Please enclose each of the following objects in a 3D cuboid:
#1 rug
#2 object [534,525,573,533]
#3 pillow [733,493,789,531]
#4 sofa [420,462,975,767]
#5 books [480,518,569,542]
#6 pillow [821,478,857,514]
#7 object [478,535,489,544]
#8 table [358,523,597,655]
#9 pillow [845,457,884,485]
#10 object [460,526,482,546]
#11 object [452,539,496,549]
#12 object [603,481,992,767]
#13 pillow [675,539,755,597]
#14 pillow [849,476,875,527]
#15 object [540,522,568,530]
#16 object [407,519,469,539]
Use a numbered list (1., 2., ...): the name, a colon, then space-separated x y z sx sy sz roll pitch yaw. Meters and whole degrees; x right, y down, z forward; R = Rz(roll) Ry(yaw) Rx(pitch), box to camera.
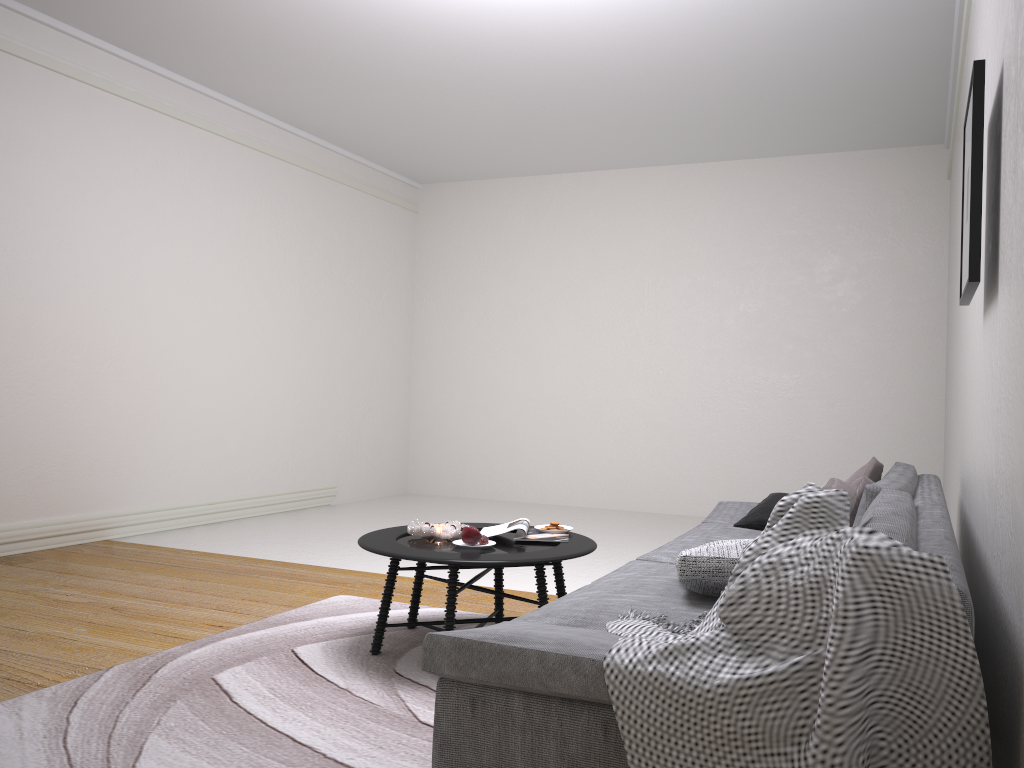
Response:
1. rug: -0.757 1.016 2.319 1.923 0.008 3.761 1 -1 24
2. object: 0.178 0.620 3.784 0.167 0.015 0.168 2 -1 6
3. pillow: 1.263 0.587 3.988 0.413 0.268 0.409 1 -1 44
4. sofa: 0.930 0.717 3.100 1.086 0.772 3.102 1 -1 25
5. books: 0.050 0.602 3.683 0.372 0.048 0.305 2 -1 3
6. pillow: 0.672 0.425 2.097 0.238 0.390 0.433 1 -1 25
7. object: -0.110 0.606 3.453 0.035 0.036 0.045 1 -1 33
8. table: -0.140 0.843 3.528 0.931 0.449 0.956 1 -1 22
9. pillow: 1.549 0.559 4.141 0.345 0.448 0.488 1 -1 45
10. object: -0.153 0.582 3.400 0.090 0.082 0.108 2 -1 -31
11. object: -0.145 0.617 3.408 0.170 0.015 0.165 2 -1 -21
12. object: 0.469 0.652 1.892 0.624 0.866 0.877 2 -1 -10
13. pillow: 0.683 0.540 2.605 0.403 0.194 0.407 2 -1 11
14. pillow: 1.377 0.529 3.734 0.333 0.318 0.429 1 -1 24
15. object: 0.180 0.608 3.786 0.121 0.036 0.118 2 -1 -14
16. object: -0.298 0.593 3.617 0.248 0.062 0.258 1 -1 32
